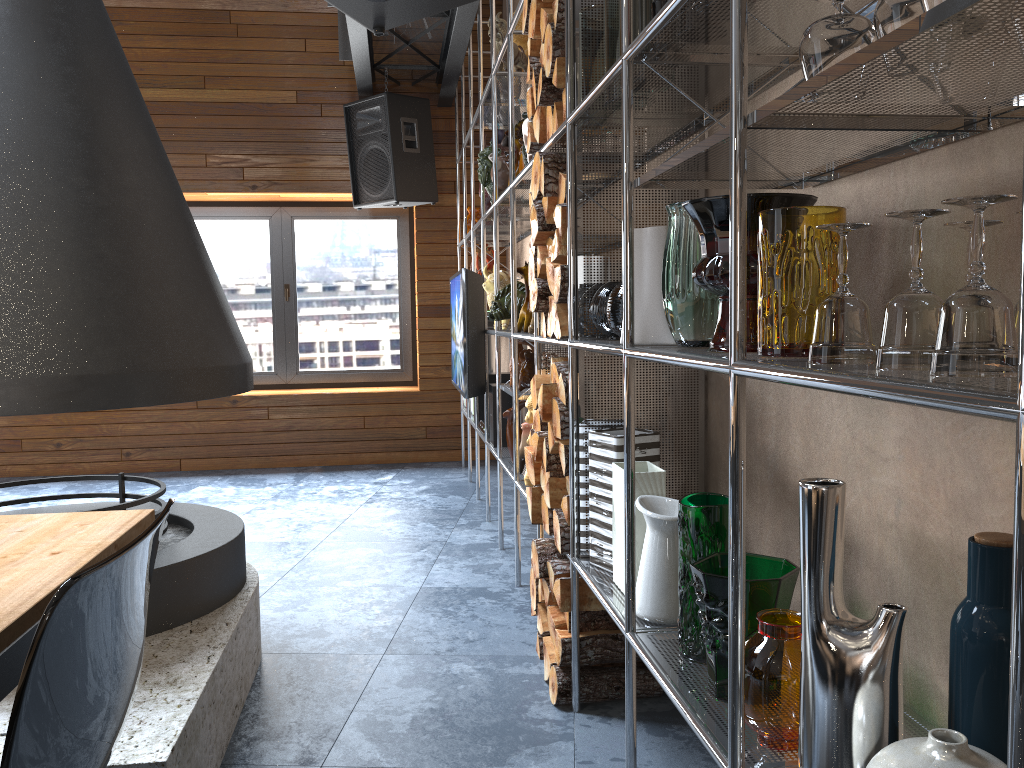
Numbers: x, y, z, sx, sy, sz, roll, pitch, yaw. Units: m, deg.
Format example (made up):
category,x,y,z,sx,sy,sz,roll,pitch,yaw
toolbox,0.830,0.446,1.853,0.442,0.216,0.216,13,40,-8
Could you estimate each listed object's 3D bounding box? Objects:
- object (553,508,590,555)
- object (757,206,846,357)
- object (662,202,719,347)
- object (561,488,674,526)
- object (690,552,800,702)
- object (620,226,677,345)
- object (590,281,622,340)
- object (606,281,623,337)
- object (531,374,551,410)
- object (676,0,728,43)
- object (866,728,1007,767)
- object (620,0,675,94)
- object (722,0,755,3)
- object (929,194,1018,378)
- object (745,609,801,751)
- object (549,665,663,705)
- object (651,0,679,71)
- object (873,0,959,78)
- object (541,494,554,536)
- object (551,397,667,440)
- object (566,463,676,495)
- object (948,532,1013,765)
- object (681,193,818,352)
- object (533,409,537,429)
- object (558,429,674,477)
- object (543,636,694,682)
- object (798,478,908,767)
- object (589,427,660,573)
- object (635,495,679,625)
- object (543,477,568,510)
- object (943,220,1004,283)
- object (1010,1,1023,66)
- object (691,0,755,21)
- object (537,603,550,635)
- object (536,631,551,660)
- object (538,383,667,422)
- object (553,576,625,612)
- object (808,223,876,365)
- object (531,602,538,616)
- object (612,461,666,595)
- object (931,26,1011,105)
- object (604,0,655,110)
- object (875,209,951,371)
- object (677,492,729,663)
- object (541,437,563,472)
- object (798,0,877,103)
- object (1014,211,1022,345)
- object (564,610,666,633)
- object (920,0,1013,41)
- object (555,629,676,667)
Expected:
category,x,y,z,sx,sy,sz,roll,pitch,yaw
object,0.264,0.395,2.448,0.287,0.112,0.126,-1,4,-8
object,0.413,-0.144,1.269,0.120,0.206,0.120,3,6,40
object,0.351,-0.201,1.653,0.144,0.264,0.142,1,5,23
object,0.290,0.328,2.425,0.303,0.088,0.095,-2,4,-9
object,0.391,0.412,1.488,0.157,0.219,0.161,3,5,39
object,0.331,-0.206,1.880,0.175,0.241,0.165,1,5,28
object,0.273,-0.185,2.240,0.150,0.146,0.148,-3,5,-28
object,0.295,-0.175,2.066,0.151,0.154,0.151,-1,4,-4
object,0.215,0.023,2.798,0.299,0.119,0.151,-1,4,-5
object,0.344,-0.768,1.605,0.092,0.268,0.092,0,4,15
object,0.465,0.468,0.950,0.177,0.188,0.177,2,5,34
object,0.300,-0.788,1.968,0.113,0.253,0.112,-1,4,-7
object,0.373,-0.744,1.377,0.127,0.254,0.126,2,5,36
object,0.451,-0.094,0.861,0.081,0.170,0.081,-2,4,-12
object,0.404,0.440,1.325,0.145,0.188,0.145,-2,4,-16
object,0.261,0.826,2.464,0.312,0.110,0.103,-2,4,-11
object,0.309,-0.756,1.803,0.058,0.215,0.077,1,4,19
object,0.442,-0.404,0.961,0.092,0.124,0.092,1,4,18
object,0.244,0.378,2.645,0.299,0.114,0.135,-2,4,-10
object,0.265,0.086,2.426,0.299,0.114,0.135,-2,4,-10
object,0.299,0.244,2.480,0.286,0.143,0.143,-1,4,-8
object,0.579,0.365,1.064,0.099,0.372,0.099,3,6,41
object,0.389,-0.177,1.462,0.218,0.243,0.216,-2,4,-17
object,0.225,0.118,2.864,0.308,0.120,0.097,-2,4,-12
object,0.284,0.185,2.421,0.309,0.121,0.111,-2,4,-8
object,0.311,0.808,2.571,0.428,0.131,0.154,-1,4,-7
object,0.438,0.337,1.142,0.129,0.420,0.129,-1,4,-4
object,0.284,0.291,2.250,0.140,0.347,0.139,-3,5,-28
object,0.340,0.369,1.873,0.171,0.245,0.146,1,5,23
object,0.261,0.307,2.570,0.330,0.098,0.103,-2,4,-10
object,0.568,-0.113,1.095,0.081,0.170,0.081,1,4,18
object,0.584,-0.405,0.946,0.092,0.124,0.092,1,4,18
object,0.359,-0.681,1.506,0.108,0.109,0.109,1,5,18
object,0.248,0.723,2.756,0.330,0.098,0.103,-2,4,-10
object,0.230,0.810,2.800,0.303,0.095,0.087,-1,4,-8
object,0.256,0.048,2.525,0.362,0.115,0.098,-1,4,-8
object,0.283,0.565,2.447,0.331,0.105,0.105,-2,4,-11
object,0.411,-0.111,1.102,0.081,0.170,0.081,1,4,18
object,0.218,0.723,2.903,0.303,0.088,0.095,-2,4,-9
object,0.294,0.334,2.061,0.092,0.287,0.148,-1,4,-7
object,0.564,-0.416,1.097,0.092,0.124,0.092,1,4,18
object,0.281,-0.830,2.125,0.122,0.313,0.122,0,4,13
object,0.442,-0.102,0.971,0.081,0.170,0.081,-2,4,-12
object,0.373,0.360,1.666,0.125,0.295,0.130,0,4,17
object,0.256,0.202,2.596,0.331,0.110,0.101,-1,4,-6
object,0.397,-0.412,1.080,0.092,0.124,0.092,1,4,18
object,0.588,-0.104,0.973,0.081,0.170,0.081,-2,4,-12
object,0.293,0.616,2.489,0.288,0.135,0.109,-1,4,-4
object,0.425,-0.393,0.826,0.092,0.124,0.092,1,4,18
object,0.284,0.725,2.454,0.321,0.109,0.110,-1,4,-7
